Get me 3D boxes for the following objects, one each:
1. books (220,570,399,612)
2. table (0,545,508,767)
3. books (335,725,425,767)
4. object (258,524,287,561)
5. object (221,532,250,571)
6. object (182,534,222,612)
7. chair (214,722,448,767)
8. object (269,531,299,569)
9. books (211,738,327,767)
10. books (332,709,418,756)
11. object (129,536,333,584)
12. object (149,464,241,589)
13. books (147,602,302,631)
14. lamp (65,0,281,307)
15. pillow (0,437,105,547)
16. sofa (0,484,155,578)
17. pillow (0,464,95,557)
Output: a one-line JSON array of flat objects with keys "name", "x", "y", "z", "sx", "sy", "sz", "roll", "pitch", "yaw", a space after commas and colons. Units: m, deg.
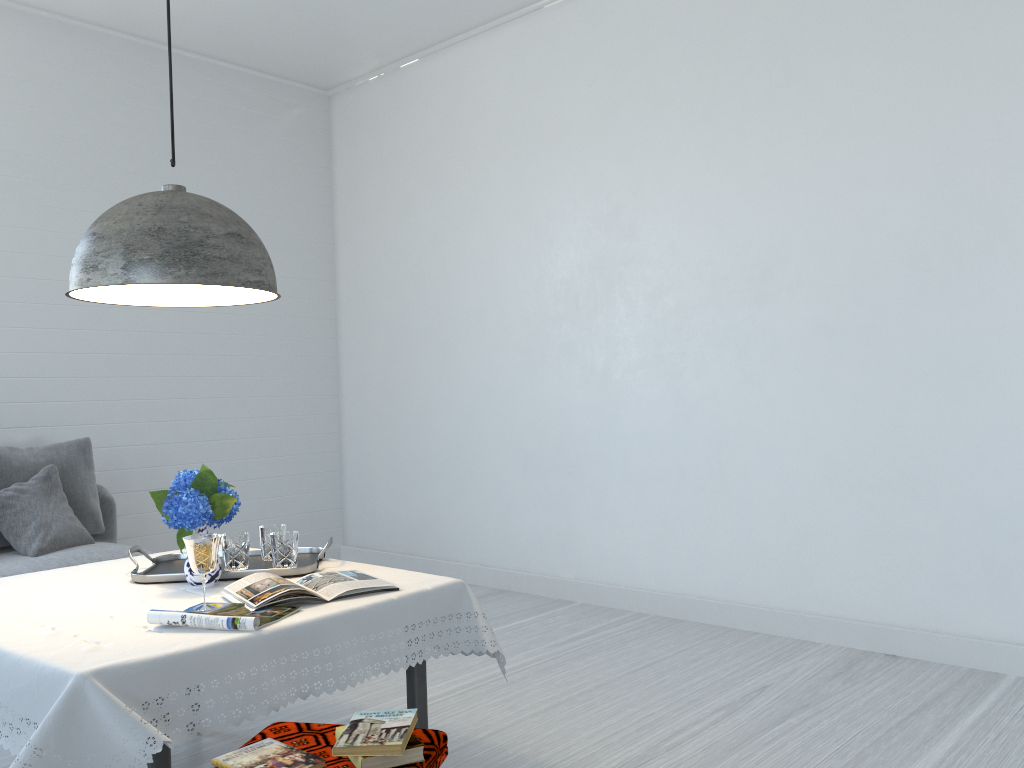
[{"name": "books", "x": -0.579, "y": 0.572, "z": 2.533, "sx": 0.422, "sy": 0.049, "sz": 0.300, "roll": -1, "pitch": -1, "yaw": -33}, {"name": "table", "x": -1.015, "y": 0.970, "z": 2.687, "sx": 1.671, "sy": 0.725, "sz": 1.327, "roll": -2, "pitch": -1, "yaw": 43}, {"name": "books", "x": -0.265, "y": 0.717, "z": 1.767, "sx": 0.128, "sy": 0.030, "sz": 0.182, "roll": -1, "pitch": -1, "yaw": -26}, {"name": "object", "x": -0.826, "y": 0.548, "z": 3.065, "sx": 0.095, "sy": 0.119, "sz": 0.095, "roll": -2, "pitch": 0, "yaw": -24}, {"name": "object", "x": -0.904, "y": 0.549, "z": 2.903, "sx": 0.095, "sy": 0.119, "sz": 0.095, "roll": -2, "pitch": 0, "yaw": 26}, {"name": "object", "x": -0.812, "y": 0.496, "z": 2.334, "sx": 0.098, "sy": 0.192, "sz": 0.098, "roll": -2, "pitch": 0, "yaw": -28}, {"name": "chair", "x": -0.371, "y": 1.020, "z": 1.748, "sx": 0.419, "sy": 0.563, "sz": 0.419, "roll": -2, "pitch": 0, "yaw": 12}, {"name": "object", "x": -0.741, "y": 0.544, "z": 2.894, "sx": 0.095, "sy": 0.119, "sz": 0.095, "roll": -2, "pitch": 0, "yaw": -24}, {"name": "books", "x": -0.470, "y": 0.732, "z": 1.714, "sx": 0.189, "sy": 0.012, "sz": 0.133, "roll": -2, "pitch": -1, "yaw": 40}, {"name": "books", "x": -0.268, "y": 0.690, "z": 1.763, "sx": 0.133, "sy": 0.022, "sz": 0.189, "roll": -2, "pitch": -1, "yaw": 3}, {"name": "object", "x": -0.930, "y": 0.574, "z": 2.960, "sx": 0.651, "sy": 0.092, "sz": 0.398, "roll": -2, "pitch": -1, "yaw": -6}, {"name": "object", "x": -0.956, "y": 0.430, "z": 2.691, "sx": 0.236, "sy": 0.377, "sz": 0.265, "roll": -2, "pitch": 0, "yaw": 44}, {"name": "books", "x": -0.728, "y": 0.579, "z": 2.261, "sx": 0.300, "sy": 0.043, "sz": 0.229, "roll": -2, "pitch": -1, "yaw": 16}, {"name": "lamp", "x": -1.034, "y": -1.283, "z": 2.649, "sx": 0.601, "sy": 2.044, "sz": 0.600, "roll": -2, "pitch": 0, "yaw": 13}, {"name": "pillow", "x": -2.608, "y": 0.590, "z": 4.900, "sx": 0.279, "sy": 0.561, "sz": 0.639, "roll": -2, "pitch": 0, "yaw": 43}, {"name": "sofa", "x": -2.338, "y": 0.979, "z": 3.033, "sx": 3.395, "sy": 0.899, "sz": 3.406, "roll": -2, "pitch": -1, "yaw": 42}, {"name": "pillow", "x": -2.472, "y": 0.667, "z": 4.661, "sx": 0.416, "sy": 0.463, "sz": 0.380, "roll": -2, "pitch": 0, "yaw": 27}]
